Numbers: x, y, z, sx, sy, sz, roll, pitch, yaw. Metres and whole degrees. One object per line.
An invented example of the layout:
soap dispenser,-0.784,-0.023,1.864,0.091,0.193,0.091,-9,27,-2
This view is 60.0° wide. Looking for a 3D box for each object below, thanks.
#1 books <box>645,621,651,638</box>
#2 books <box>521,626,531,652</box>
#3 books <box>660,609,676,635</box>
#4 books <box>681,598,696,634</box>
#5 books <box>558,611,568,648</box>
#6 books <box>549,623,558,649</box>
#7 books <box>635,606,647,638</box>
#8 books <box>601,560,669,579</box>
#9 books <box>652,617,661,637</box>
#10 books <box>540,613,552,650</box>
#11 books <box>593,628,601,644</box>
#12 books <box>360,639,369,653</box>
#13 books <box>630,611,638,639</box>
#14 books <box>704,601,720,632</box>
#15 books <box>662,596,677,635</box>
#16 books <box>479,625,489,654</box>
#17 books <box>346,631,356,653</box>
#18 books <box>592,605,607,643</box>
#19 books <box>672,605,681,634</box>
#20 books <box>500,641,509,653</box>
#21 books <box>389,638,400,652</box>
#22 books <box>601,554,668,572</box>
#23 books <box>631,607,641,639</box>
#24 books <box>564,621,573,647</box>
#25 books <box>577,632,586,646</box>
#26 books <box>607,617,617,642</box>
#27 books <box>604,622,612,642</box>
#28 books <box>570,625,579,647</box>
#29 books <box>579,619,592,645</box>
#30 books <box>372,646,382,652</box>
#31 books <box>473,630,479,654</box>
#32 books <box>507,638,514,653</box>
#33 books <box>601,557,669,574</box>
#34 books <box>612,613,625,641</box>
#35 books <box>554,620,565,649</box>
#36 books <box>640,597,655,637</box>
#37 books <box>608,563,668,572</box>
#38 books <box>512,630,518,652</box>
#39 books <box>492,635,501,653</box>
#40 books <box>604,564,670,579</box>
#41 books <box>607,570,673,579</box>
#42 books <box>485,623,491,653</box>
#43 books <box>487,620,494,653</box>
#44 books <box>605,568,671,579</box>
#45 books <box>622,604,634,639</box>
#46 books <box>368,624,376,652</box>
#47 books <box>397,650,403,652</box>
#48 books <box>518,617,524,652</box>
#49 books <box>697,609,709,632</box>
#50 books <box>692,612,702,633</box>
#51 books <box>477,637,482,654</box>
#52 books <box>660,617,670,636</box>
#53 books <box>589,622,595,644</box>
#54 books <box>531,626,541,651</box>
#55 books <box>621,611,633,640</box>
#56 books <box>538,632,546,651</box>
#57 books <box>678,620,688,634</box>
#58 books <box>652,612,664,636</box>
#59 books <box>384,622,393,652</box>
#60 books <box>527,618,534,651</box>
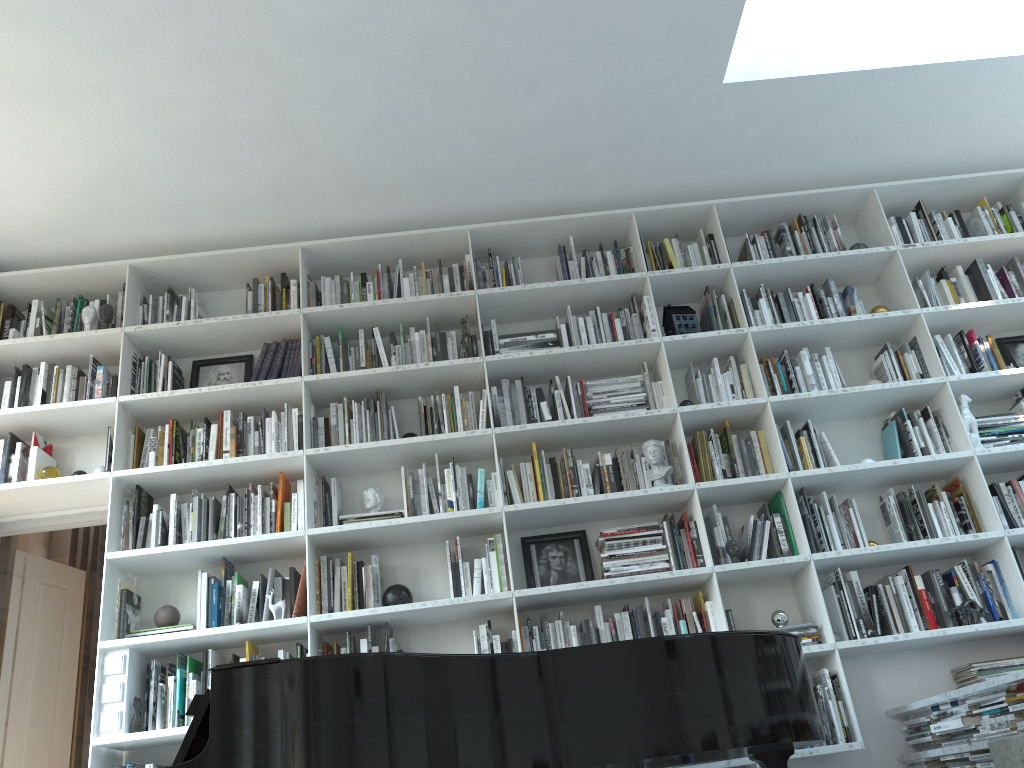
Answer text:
books,0.577,1.122,3.757,0.021,0.202,0.129,-6,-26,-3
books,0.067,1.161,3.742,0.029,0.242,0.154,-6,-26,-3
books,0.670,1.091,3.757,0.023,0.233,0.175,-6,-26,-3
books,0.754,1.068,3.776,0.026,0.270,0.176,-6,-26,-3
books,0.225,1.119,3.744,0.013,0.281,0.167,-6,-26,-3
books,0.182,1.149,3.753,0.024,0.246,0.132,-6,-26,-3
books,0.549,1.090,3.756,0.028,0.263,0.162,-6,-26,-3
books,0.541,0.819,3.910,0.285,0.012,0.160,-6,-26,-3
books,0.611,1.110,3.749,0.024,0.206,0.184,-6,-26,-3
books,0.154,1.135,3.766,0.027,0.289,0.141,-6,-26,-3
books,0.362,1.141,3.729,0.023,0.195,0.166,-6,-26,-3
books,-0.599,1.217,3.699,0.027,0.268,0.186,-6,-26,-3
books,0.521,1.107,3.768,0.011,0.250,0.159,-6,-26,-3
books,0.848,1.062,3.761,0.033,0.245,0.177,-6,-26,-3
books,0.685,1.068,3.781,0.014,0.292,0.138,-6,-26,-3
books,-0.108,1.164,3.727,0.027,0.268,0.159,-6,-26,-3
books,-0.667,1.206,3.707,0.014,0.312,0.167,-6,-26,-3
books,0.381,1.102,3.763,0.026,0.290,0.152,-6,-26,-3
books,0.702,1.086,3.781,0.014,0.255,0.145,-6,-26,-3
books,-0.023,1.197,3.735,0.031,0.194,0.142,-6,-26,-3
books,-0.482,1.207,3.702,0.027,0.260,0.164,-6,-26,-3
books,0.538,0.795,3.916,0.285,0.012,0.160,-7,-26,-1
books,0.531,1.097,3.761,0.010,0.260,0.182,-6,-26,-3
books,0.244,1.142,3.754,0.021,0.243,0.142,-6,-26,-3
books,0.295,1.152,3.719,0.029,0.183,0.175,-6,-26,-3
books,0.436,1.121,3.755,0.031,0.236,0.159,-6,-26,-3
books,0.411,1.134,3.757,0.025,0.219,0.141,-6,-26,-3
books,0.268,1.142,3.729,0.023,0.216,0.175,-6,-26,-3
books,0.321,1.128,3.739,0.029,0.236,0.166,-6,-26,-3
books,-0.557,1.233,3.710,0.029,0.239,0.136,-6,-26,-3
books,-0.141,1.179,3.732,0.012,0.253,0.161,-6,-26,-3
books,0.004,1.186,3.725,0.024,0.200,0.159,-6,-26,-3
books,0.540,0.807,3.913,0.285,0.012,0.160,-7,-26,-2
books,0.463,1.117,3.774,0.025,0.253,0.137,-6,-26,-3
books,0.207,1.139,3.738,0.027,0.244,0.180,-6,-26,-3
books,0.588,1.074,3.769,0.012,0.295,0.178,-6,-26,-3
books,0.542,0.824,3.894,0.254,0.012,0.161,-4,-26,-7
books,0.023,1.177,3.759,0.019,0.241,0.108,-6,-26,-3
books,-0.054,1.180,3.721,0.029,0.220,0.154,-6,-26,-3
books,0.544,0.834,3.889,0.285,0.012,0.160,-9,-26,2
books,0.547,0.855,3.878,0.285,0.012,0.160,-4,-26,-7
books,-0.090,1.164,3.743,0.010,0.276,0.156,-6,-26,-3
books,-0.079,1.155,3.743,0.014,0.289,0.132,-6,-26,-3
books,0.545,0.849,3.892,0.285,0.012,0.160,-6,-26,-4
books,0.506,1.096,3.781,0.014,0.285,0.135,-6,-26,-3
books,-0.584,1.195,3.738,0.013,0.337,0.138,-6,-26,-3
books,-0.454,1.233,3.707,0.023,0.211,0.161,-6,-26,-3
books,0.045,1.146,3.752,0.012,0.283,0.160,-6,-26,-3
books,0.817,1.081,3.758,0.011,0.215,0.167,-6,-26,-3
books,0.791,1.086,3.755,0.042,0.211,0.170,-6,-26,-3
books,-0.126,1.194,3.733,0.015,0.224,0.149,-6,-26,-3
books,0.649,1.107,3.749,0.023,0.203,0.168,-6,-26,-3
books,0.342,1.133,3.747,0.013,0.229,0.139,-6,-26,-3
books,0.107,1.153,3.725,0.027,0.233,0.168,-6,-26,-3
books,0.489,1.106,3.749,0.026,0.244,0.192,-6,-26,-3
books,0.134,1.167,3.732,0.024,0.207,0.170,-6,-26,-3
books,0.724,1.106,3.744,0.023,0.182,0.170,-6,-26,-3
books,0.629,1.101,3.766,0.014,0.234,0.155,-6,-26,-3
books,-0.524,1.182,3.717,0.050,0.326,0.167,-6,-26,-3
books,0.085,1.141,3.743,0.011,0.274,0.146,-6,-26,-3
